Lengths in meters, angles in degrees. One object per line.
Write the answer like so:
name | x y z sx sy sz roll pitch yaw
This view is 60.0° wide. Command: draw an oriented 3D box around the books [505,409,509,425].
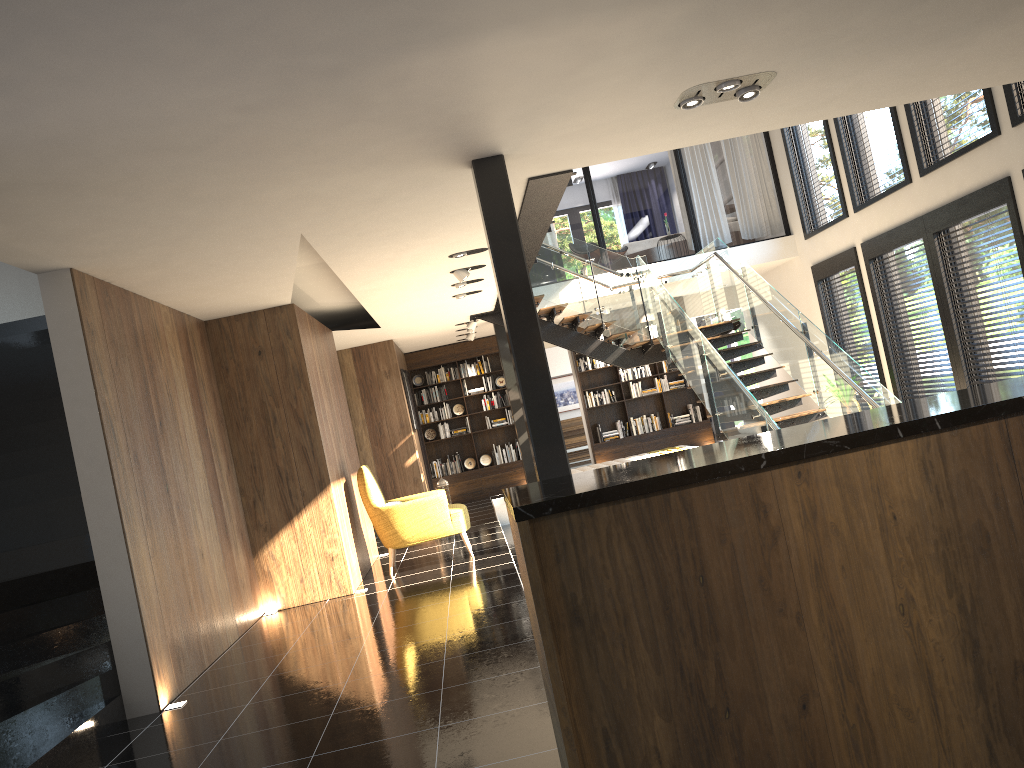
books | -0.084 0.565 15.264 0.014 0.279 0.202 -12 -1 -4

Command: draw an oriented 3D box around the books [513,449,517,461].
books | 0.046 1.225 15.266 0.032 0.195 0.134 -12 -1 -4

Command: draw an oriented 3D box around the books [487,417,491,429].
books | -0.393 0.667 15.237 0.036 0.206 0.215 -12 -2 -4

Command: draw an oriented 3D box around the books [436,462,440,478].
books | -1.266 1.462 15.160 0.022 0.269 0.216 -12 -1 -4

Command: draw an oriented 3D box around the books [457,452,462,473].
books | -0.904 1.341 15.166 0.019 0.356 0.235 -12 -1 -4

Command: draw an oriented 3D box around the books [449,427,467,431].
books | -0.924 0.772 15.200 0.292 0.013 0.187 -12 -2 -1

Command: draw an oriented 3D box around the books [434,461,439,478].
books | -1.295 1.462 15.190 0.030 0.282 0.170 -12 -1 -4

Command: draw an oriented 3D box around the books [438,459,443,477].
books | -1.222 1.437 15.195 0.018 0.301 0.195 -12 -1 -4

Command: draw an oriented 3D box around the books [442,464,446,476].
books | -1.168 1.472 15.212 0.035 0.212 0.159 -12 -1 -4

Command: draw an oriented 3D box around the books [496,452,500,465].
books | -0.244 1.276 15.243 0.034 0.215 0.105 -12 -1 -4

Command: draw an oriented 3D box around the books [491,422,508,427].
books | -0.216 0.700 15.258 0.271 0.028 0.174 -12 -2 -8

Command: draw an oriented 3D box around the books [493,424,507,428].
books | -0.211 0.724 15.269 0.245 0.021 0.159 -12 -2 -1

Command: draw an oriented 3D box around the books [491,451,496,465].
books | -0.315 1.276 15.245 0.023 0.244 0.135 -12 -1 -4

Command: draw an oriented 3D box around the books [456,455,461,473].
books | -0.922 1.372 15.187 0.027 0.304 0.204 -12 -1 -4

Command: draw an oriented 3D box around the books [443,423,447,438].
books | -1.149 0.796 15.205 0.024 0.265 0.148 -12 -1 -4

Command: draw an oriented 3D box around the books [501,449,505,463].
books | -0.160 1.240 15.253 0.033 0.250 0.115 -12 -1 -4

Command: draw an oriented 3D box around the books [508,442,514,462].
books | -0.019 1.167 15.234 0.016 0.332 0.195 -12 -1 -4

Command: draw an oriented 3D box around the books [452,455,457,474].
books | -0.977 1.374 15.184 0.016 0.322 0.219 -12 -1 -4

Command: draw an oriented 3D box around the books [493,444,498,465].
books | -0.282 1.208 15.199 0.017 0.359 0.190 -12 -1 -4

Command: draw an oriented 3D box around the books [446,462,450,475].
books | -1.089 1.449 15.186 0.026 0.222 0.209 -12 -2 -4

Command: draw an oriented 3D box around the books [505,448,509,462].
books | -0.095 1.221 15.252 0.025 0.260 0.114 -12 -1 -4

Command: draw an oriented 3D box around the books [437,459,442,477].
books | -1.237 1.437 15.161 0.015 0.306 0.222 -12 -1 -4

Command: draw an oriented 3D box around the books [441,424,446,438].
books | -1.174 0.812 15.209 0.031 0.245 0.120 -12 -1 -4

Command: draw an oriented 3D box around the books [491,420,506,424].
books | -0.228 0.648 15.274 0.266 0.019 0.157 -12 -2 -2

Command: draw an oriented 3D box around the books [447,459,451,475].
books | -1.073 1.415 15.177 0.017 0.282 0.232 -12 -2 -4

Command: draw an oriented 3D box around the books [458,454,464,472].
books | -0.871 1.355 15.190 0.042 0.315 0.193 -12 -1 -4

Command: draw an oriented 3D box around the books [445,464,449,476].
books | -1.115 1.463 15.195 0.029 0.206 0.167 -12 -1 -4

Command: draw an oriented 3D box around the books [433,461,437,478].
books | -1.315 1.466 15.171 0.014 0.282 0.233 -12 -2 -4

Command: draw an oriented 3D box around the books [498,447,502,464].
books | -0.208 1.230 15.247 0.019 0.289 0.145 -12 -1 -4

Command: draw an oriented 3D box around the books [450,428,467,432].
books | -0.923 0.787 15.208 0.293 0.016 0.174 -12 -2 -5

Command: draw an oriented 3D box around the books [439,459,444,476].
books | -1.203 1.432 15.190 0.020 0.304 0.189 -12 -1 -4

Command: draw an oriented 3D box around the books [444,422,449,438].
books | -1.123 0.783 15.199 0.032 0.279 0.133 -12 -1 -4

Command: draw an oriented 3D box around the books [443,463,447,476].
books | -1.139 1.462 15.167 0.021 0.217 0.220 -12 -2 -4

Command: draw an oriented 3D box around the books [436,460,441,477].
books | -1.252 1.441 15.166 0.016 0.304 0.217 -12 -1 -4

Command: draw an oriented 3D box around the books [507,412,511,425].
books | -0.061 0.588 15.288 0.024 0.226 0.141 -12 -1 -4

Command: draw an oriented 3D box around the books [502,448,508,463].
books | -0.125 1.229 15.236 0.037 0.255 0.145 -12 -1 -4

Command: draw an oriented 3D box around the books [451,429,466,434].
books | -0.917 0.812 15.219 0.243 0.033 0.142 -12 -2 -7

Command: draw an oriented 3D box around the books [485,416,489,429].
books | -0.428 0.666 15.264 0.028 0.224 0.161 -12 -1 -4

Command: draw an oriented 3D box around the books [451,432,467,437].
books | -0.906 0.864 15.216 0.262 0.032 0.155 -12 -2 -1

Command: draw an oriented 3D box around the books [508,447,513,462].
books | -0.031 1.212 15.250 0.022 0.250 0.144 -12 -1 -4

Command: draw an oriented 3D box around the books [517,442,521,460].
books | 0.131 1.145 15.251 0.035 0.314 0.168 -12 -1 -4

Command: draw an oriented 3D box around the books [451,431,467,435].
books | -0.911 0.838 15.219 0.266 0.021 0.152 -12 -2 -5

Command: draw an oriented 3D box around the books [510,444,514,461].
books | 0.002 1.183 15.234 0.018 0.292 0.191 -12 -1 -4

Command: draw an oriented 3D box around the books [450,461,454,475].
books | -1.028 1.436 15.200 0.034 0.223 0.209 -12 -2 -4

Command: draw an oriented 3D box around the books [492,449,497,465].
books | -0.296 1.254 15.239 0.024 0.278 0.135 -12 -1 -4

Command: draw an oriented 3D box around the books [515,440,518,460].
books | 0.078 1.136 15.244 0.065 0.354 0.164 -12 -1 -4

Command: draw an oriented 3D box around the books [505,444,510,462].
books | -0.082 1.186 15.229 0.012 0.322 0.177 -12 -1 -4

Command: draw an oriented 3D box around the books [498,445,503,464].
books | -0.192 1.210 15.232 0.019 0.321 0.161 -12 -1 -4

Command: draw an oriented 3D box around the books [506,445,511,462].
books | -0.059 1.199 15.234 0.029 0.286 0.138 -12 -1 -4

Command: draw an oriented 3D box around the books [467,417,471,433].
books | -0.744 0.700 15.206 0.018 0.286 0.157 -12 -1 -4

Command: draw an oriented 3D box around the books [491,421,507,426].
books | -0.222 0.672 15.267 0.263 0.030 0.159 -12 -2 -6

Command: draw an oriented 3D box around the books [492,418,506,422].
books | -0.233 0.624 15.283 0.239 0.031 0.147 -12 -2 -3

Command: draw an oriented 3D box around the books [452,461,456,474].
books | -0.993 1.429 15.201 0.036 0.222 0.174 -12 -1 -4

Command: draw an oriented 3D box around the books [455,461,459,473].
books | -0.943 1.426 15.204 0.033 0.208 0.192 -12 -2 -4

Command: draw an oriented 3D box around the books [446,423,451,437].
books | -1.091 0.790 15.218 0.030 0.253 0.138 -12 -1 -4

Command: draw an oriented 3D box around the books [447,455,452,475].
books | -1.062 1.382 15.161 0.016 0.341 0.217 -12 -1 -4

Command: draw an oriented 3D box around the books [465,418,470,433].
books | -0.767 0.718 15.229 0.032 0.261 0.157 -12 -1 -4

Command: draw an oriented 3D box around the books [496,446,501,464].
books | -0.229 1.220 15.245 0.019 0.317 0.122 -12 -1 -4

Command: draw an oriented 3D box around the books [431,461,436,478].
books | -1.340 1.469 15.201 0.032 0.288 0.180 -12 -1 -4

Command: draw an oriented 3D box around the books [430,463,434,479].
books | -1.368 1.488 15.192 0.032 0.261 0.195 -12 -1 -4
